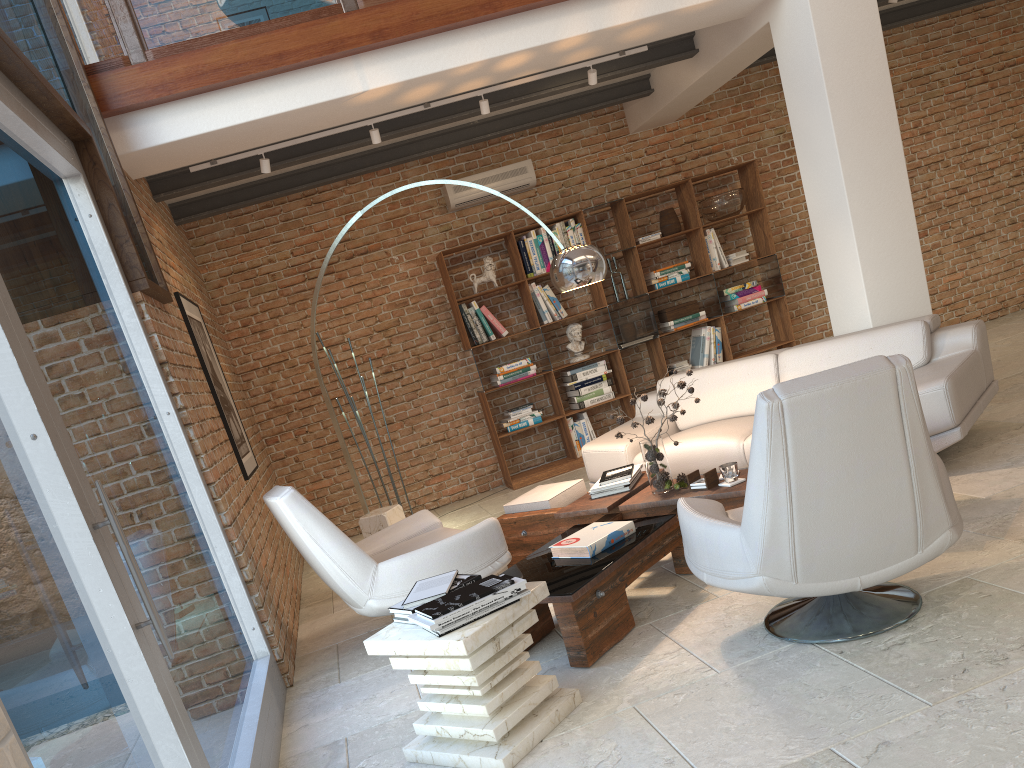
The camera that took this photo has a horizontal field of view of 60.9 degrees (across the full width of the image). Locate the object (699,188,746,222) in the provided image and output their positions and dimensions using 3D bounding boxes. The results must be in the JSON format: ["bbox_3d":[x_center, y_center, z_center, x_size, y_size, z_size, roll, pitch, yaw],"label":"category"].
[{"bbox_3d":[1.974,-1.651,8.140,0.446,0.225,0.417,-14,7,31],"label":"object"}]

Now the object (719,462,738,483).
[{"bbox_3d":[1.052,0.429,4.209,0.092,0.087,0.087,-10,10,39],"label":"object"}]

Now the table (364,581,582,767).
[{"bbox_3d":[-0.135,1.067,3.225,0.502,0.519,0.474,-10,11,39],"label":"table"}]

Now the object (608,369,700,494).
[{"bbox_3d":[0.808,0.221,4.489,0.522,0.625,0.319,-24,13,-38],"label":"object"}]

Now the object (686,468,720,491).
[{"bbox_3d":[0.941,0.471,4.301,0.090,0.084,0.115,-23,9,-38],"label":"object"}]

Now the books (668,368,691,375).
[{"bbox_3d":[1.585,-0.117,8.355,0.160,0.017,0.249,-18,4,-16],"label":"books"}]

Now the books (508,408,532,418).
[{"bbox_3d":[0.071,0.270,8.105,0.204,0.035,0.130,-18,4,-10],"label":"books"}]

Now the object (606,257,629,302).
[{"bbox_3d":[0.963,-0.963,8.008,0.121,0.411,0.060,-18,13,-7],"label":"object"}]

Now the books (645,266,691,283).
[{"bbox_3d":[1.450,-1.021,8.149,0.373,0.019,0.242,-18,4,-17],"label":"books"}]

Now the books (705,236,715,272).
[{"bbox_3d":[1.797,-1.200,8.193,0.055,0.339,0.249,-19,10,-12],"label":"books"}]

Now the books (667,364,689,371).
[{"bbox_3d":[1.572,-0.159,8.345,0.160,0.017,0.248,-18,4,-11],"label":"books"}]

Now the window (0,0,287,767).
[{"bbox_3d":[-1.533,-1.440,0.183,0.641,6.571,12.137,-19,6,-12],"label":"window"}]

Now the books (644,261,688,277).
[{"bbox_3d":[1.431,-1.075,8.147,0.352,0.021,0.268,-18,4,-11],"label":"books"}]

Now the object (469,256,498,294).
[{"bbox_3d":[-0.257,-0.973,7.746,0.251,0.291,0.126,-17,11,-2],"label":"object"}]

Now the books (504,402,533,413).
[{"bbox_3d":[0.061,0.218,8.080,0.250,0.017,0.159,-18,4,-10],"label":"books"}]

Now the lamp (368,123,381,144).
[{"bbox_3d":[-0.877,-1.597,5.573,0.060,0.124,0.084,-18,10,-9],"label":"lamp"}]

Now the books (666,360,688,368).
[{"bbox_3d":[1.576,-0.188,8.345,0.130,0.035,0.204,-18,4,-16],"label":"books"}]

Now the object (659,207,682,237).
[{"bbox_3d":[1.446,-1.485,8.013,0.196,0.240,0.185,-10,12,37],"label":"object"}]

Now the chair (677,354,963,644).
[{"bbox_3d":[1.129,0.413,3.164,1.034,1.046,0.938,-16,9,6],"label":"chair"}]

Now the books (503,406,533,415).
[{"bbox_3d":[0.056,0.246,8.105,0.232,0.019,0.169,-18,4,-17],"label":"books"}]

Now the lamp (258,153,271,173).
[{"bbox_3d":[-1.550,-1.377,5.465,0.057,0.133,0.087,-26,14,-40],"label":"lamp"}]

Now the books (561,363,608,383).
[{"bbox_3d":[0.679,-0.100,8.161,0.374,0.066,0.242,-18,4,-15],"label":"books"}]

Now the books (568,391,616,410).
[{"bbox_3d":[0.752,0.155,8.199,0.374,0.066,0.241,-18,4,-15],"label":"books"}]

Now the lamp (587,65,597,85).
[{"bbox_3d":[0.533,-2.053,5.805,0.060,0.119,0.092,-18,9,-4],"label":"lamp"}]

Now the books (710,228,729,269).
[{"bbox_3d":[1.907,-1.266,8.227,0.100,0.395,0.239,-19,11,-11],"label":"books"}]

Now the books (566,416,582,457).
[{"bbox_3d":[0.570,0.496,8.245,0.036,0.394,0.239,-19,11,-12],"label":"books"}]

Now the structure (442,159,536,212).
[{"bbox_3d":[-0.200,-1.771,7.789,0.805,0.226,0.196,-18,9,-9],"label":"structure"}]

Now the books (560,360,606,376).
[{"bbox_3d":[0.661,-0.148,8.144,0.376,0.037,0.240,-18,4,-10],"label":"books"}]

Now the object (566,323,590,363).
[{"bbox_3d":[0.587,-0.387,8.076,0.197,0.360,0.186,-16,11,5],"label":"object"}]

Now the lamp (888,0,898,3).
[{"bbox_3d":[2.685,-2.737,6.133,0.057,0.133,0.087,-26,14,-40],"label":"lamp"}]

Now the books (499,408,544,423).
[{"bbox_3d":[0.085,0.295,8.089,0.373,0.019,0.242,-18,4,-17],"label":"books"}]

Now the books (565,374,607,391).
[{"bbox_3d":[0.686,-0.014,8.146,0.322,0.057,0.252,-18,4,-15],"label":"books"}]

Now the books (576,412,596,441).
[{"bbox_3d":[0.722,0.445,8.276,0.078,0.396,0.239,-19,11,-12],"label":"books"}]

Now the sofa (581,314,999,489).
[{"bbox_3d":[1.680,0.215,5.543,2.367,0.778,1.096,-14,7,39],"label":"sofa"}]

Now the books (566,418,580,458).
[{"bbox_3d":[0.539,0.507,8.224,0.036,0.394,0.239,-19,11,-12],"label":"books"}]

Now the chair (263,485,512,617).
[{"bbox_3d":[-0.672,0.878,4.641,0.958,1.027,1.024,-21,9,-26],"label":"chair"}]

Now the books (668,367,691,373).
[{"bbox_3d":[1.593,-0.133,8.357,0.154,0.008,0.240,-18,4,-16],"label":"books"}]

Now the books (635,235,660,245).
[{"bbox_3d":[1.242,-1.316,8.002,0.204,0.035,0.130,-18,4,-10],"label":"books"}]

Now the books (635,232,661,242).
[{"bbox_3d":[1.228,-1.339,8.002,0.232,0.019,0.169,-18,4,-17],"label":"books"}]

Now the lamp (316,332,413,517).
[{"bbox_3d":[-1.165,0.430,7.179,0.401,1.874,0.200,-27,16,-38],"label":"lamp"}]

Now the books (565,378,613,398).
[{"bbox_3d":[0.726,0.036,8.175,0.371,0.066,0.243,-19,5,-23],"label":"books"}]

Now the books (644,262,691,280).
[{"bbox_3d":[1.445,-1.048,8.135,0.374,0.037,0.242,-18,4,-16],"label":"books"}]

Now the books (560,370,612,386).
[{"bbox_3d":[0.688,-0.056,8.152,0.440,0.021,0.267,-18,4,-9],"label":"books"}]

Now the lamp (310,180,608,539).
[{"bbox_3d":[-0.264,-0.010,5.275,2.064,2.419,0.304,-12,13,26],"label":"lamp"}]

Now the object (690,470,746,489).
[{"bbox_3d":[1.060,0.460,4.299,0.262,0.036,0.251,-20,5,-38],"label":"object"}]

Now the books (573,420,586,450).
[{"bbox_3d":[0.623,0.508,8.249,0.057,0.339,0.249,-19,10,-12],"label":"books"}]

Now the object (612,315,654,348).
[{"bbox_3d":[1.098,-0.489,8.141,0.332,0.240,0.278,-18,8,-10],"label":"object"}]

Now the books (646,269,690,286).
[{"bbox_3d":[1.441,-0.990,8.163,0.376,0.037,0.240,-18,4,-10],"label":"books"}]

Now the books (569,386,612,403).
[{"bbox_3d":[0.729,0.098,8.203,0.360,0.057,0.277,-18,4,-8],"label":"books"}]

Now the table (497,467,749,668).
[{"bbox_3d":[0.624,0.793,4.395,2.240,0.442,1.890,-14,5,41],"label":"table"}]

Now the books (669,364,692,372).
[{"bbox_3d":[1.593,-0.148,8.362,0.168,0.019,0.234,-18,4,-18],"label":"books"}]

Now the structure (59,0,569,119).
[{"bbox_3d":[3.493,-1.920,1.689,10.058,4.257,13.635,-18,5,-11],"label":"structure"}]

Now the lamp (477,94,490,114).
[{"bbox_3d":[-0.181,-1.816,5.684,0.060,0.133,0.084,-18,10,-9],"label":"lamp"}]

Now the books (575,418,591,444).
[{"bbox_3d":[0.677,0.490,8.252,0.055,0.339,0.249,-19,10,-12],"label":"books"}]

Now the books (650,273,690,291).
[{"bbox_3d":[1.475,-0.951,8.168,0.327,0.057,0.248,-17,4,0],"label":"books"}]
